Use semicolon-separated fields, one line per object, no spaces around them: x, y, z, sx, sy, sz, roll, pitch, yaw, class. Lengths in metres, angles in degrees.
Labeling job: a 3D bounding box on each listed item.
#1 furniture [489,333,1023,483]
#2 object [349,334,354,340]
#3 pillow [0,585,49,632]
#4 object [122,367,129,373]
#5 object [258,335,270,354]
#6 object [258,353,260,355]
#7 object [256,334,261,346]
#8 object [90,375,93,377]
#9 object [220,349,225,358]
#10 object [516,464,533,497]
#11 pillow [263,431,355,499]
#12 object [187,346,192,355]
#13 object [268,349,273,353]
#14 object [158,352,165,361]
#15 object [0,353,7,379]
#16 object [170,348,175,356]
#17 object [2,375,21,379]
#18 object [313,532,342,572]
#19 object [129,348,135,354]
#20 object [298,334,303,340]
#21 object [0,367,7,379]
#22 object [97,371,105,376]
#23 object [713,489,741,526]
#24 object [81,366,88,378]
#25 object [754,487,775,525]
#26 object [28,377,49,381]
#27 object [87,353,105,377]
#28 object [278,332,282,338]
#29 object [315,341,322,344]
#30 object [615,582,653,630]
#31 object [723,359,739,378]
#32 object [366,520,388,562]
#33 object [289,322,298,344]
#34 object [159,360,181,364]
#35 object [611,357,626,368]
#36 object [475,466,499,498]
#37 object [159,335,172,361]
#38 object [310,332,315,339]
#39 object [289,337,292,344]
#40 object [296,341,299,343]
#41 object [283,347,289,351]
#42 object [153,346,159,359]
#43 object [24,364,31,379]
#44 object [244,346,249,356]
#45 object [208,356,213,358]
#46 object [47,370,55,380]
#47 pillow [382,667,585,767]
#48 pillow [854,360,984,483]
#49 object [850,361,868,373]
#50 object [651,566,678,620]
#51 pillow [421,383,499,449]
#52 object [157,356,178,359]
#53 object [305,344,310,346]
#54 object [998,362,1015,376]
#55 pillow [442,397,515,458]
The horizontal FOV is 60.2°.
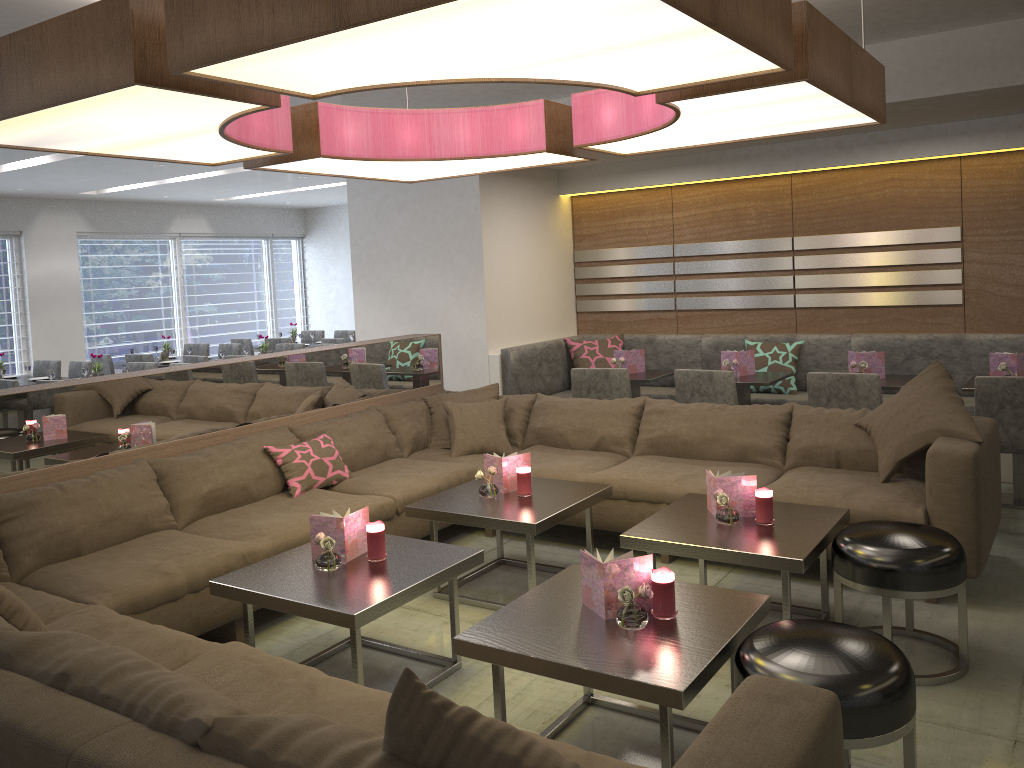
1.746;0.370;3.970;5.647;0.849;4.283;2;8;33;furniture
-1.833;-0.506;10.127;0.053;0.138;0.053;-3;3;-8;object
-1.478;0.615;2.420;0.494;0.338;0.314;0;6;28;pillow
-3.114;-0.063;7.132;0.053;0.138;0.053;-3;3;-8;object
-2.385;-0.341;8.496;0.154;0.275;0.104;-1;4;31;object
-2.437;-0.255;8.532;0.070;0.099;0.204;-3;6;4;object
-3.147;-0.550;10.991;0.053;0.138;0.053;-3;3;-8;object
-3.375;-0.027;7.107;0.070;0.099;0.204;-3;6;4;object
-2.822;-0.267;8.625;0.053;0.138;0.053;-3;3;-8;object
0.053;0.420;3.858;0.075;0.128;0.076;-2;4;6;object
-0.973;0.386;4.283;0.180;0.251;0.466;-1;7;29;pillow
-3.430;-0.335;9.404;0.053;0.138;0.053;-3;3;-8;object
-2.272;-0.256;8.324;0.053;0.138;0.053;-3;3;-8;object
-3.704;-0.297;9.368;0.070;0.099;0.204;-3;6;4;object
-4.590;-0.156;7.907;0.154;0.275;0.104;-1;4;31;object
-3.522;-0.301;9.177;0.053;0.138;0.053;-3;3;-8;object
-4.702;-0.062;8.245;0.217;0.015;0.218;2;9;33;object
-0.626;0.565;2.988;0.095;0.129;0.101;-2;5;17;object
-4.072;-0.312;9.478;0.053;0.138;0.053;-3;3;-8;object
-2.546;-0.538;10.660;0.053;0.138;0.053;-3;3;-8;object
-4.460;-0.074;7.753;0.053;0.138;0.053;-4;3;-14;object
-3.206;-0.030;6.905;0.053;0.138;0.053;-3;3;-8;object
0.800;0.456;3.287;0.095;0.128;0.107;-3;5;-7;object
-3.596;-0.079;7.450;0.053;0.138;0.053;-3;3;-8;object
0.933;0.450;3.269;0.075;0.128;0.076;-3;4;-4;object
-4.214;-0.046;7.923;0.217;0.015;0.218;2;9;33;object
-3.323;-0.114;7.071;0.154;0.275;0.104;-1;4;31;object
-2.936;-0.587;11.204;0.053;0.138;0.053;-3;3;-8;object
-2.299;-0.510;10.832;0.217;0.015;0.218;-3;7;-4;object
0.364;0.590;2.411;0.194;0.125;0.095;-6;5;-25;object
1.368;-0.099;5.553;0.110;0.125;0.092;-5;5;-24;object
-0.473;0.545;3.078;0.075;0.128;0.076;-2;4;6;object
-2.675;-0.620;10.816;0.154;0.275;0.104;-1;4;31;object
-3.487;-0.222;9.027;0.217;0.015;0.218;-1;7;12;object
0.725;-0.120;5.969;0.107;0.125;0.095;-4;5;-14;object
-0.108;0.427;3.864;0.102;0.131;0.092;-3;4;-1;object
-3.652;-0.383;9.332;0.154;0.275;0.104;-1;4;31;object
-2.454;-0.571;10.886;0.053;0.138;0.053;-3;3;-8;object
-2.727;-0.533;10.852;0.070;0.099;0.204;-3;6;4;object
-2.787;-0.526;11.154;0.217;0.015;0.218;-3;7;-4;object
-2.180;-0.289;8.551;0.053;0.138;0.053;-3;3;-8;object
-3.912;-0.351;9.722;0.053;0.138;0.053;-3;3;-8;object
-4.368;-0.107;7.979;0.053;0.138;0.053;-4;3;-14;object
-2.662;-0.306;8.869;0.053;0.138;0.053;-3;3;-8;object
-3.276;-0.273;9.348;0.217;0.015;0.218;-1;7;12;object
-3.756;-0.040;7.207;0.053;0.138;0.053;-4;3;-14;object
-0.042;0.613;1.436;0.531;0.403;0.281;-1;5;22;pillow
1.742;0.161;3.791;0.300;0.510;0.621;-6;6;-42;pillow
2.013;-0.077;5.121;0.094;0.125;0.102;-3;5;-2;object
0.421;0.579;2.455;0.075;0.128;0.076;-3;4;-4;object
-0.273;0.207;5.130;0.526;0.392;0.293;-3;4;2;pillow
-3.764;-0.290;9.670;0.217;0.015;0.218;-1;7;12;object
-2.510;-0.459;10.510;0.217;0.015;0.218;-1;7;12;object
2.644;-0.057;4.709;0.095;0.125;0.105;0;5;34;object
-0.184;0.255;4.939;0.380;0.321;0.236;-4;4;-12;pillow
